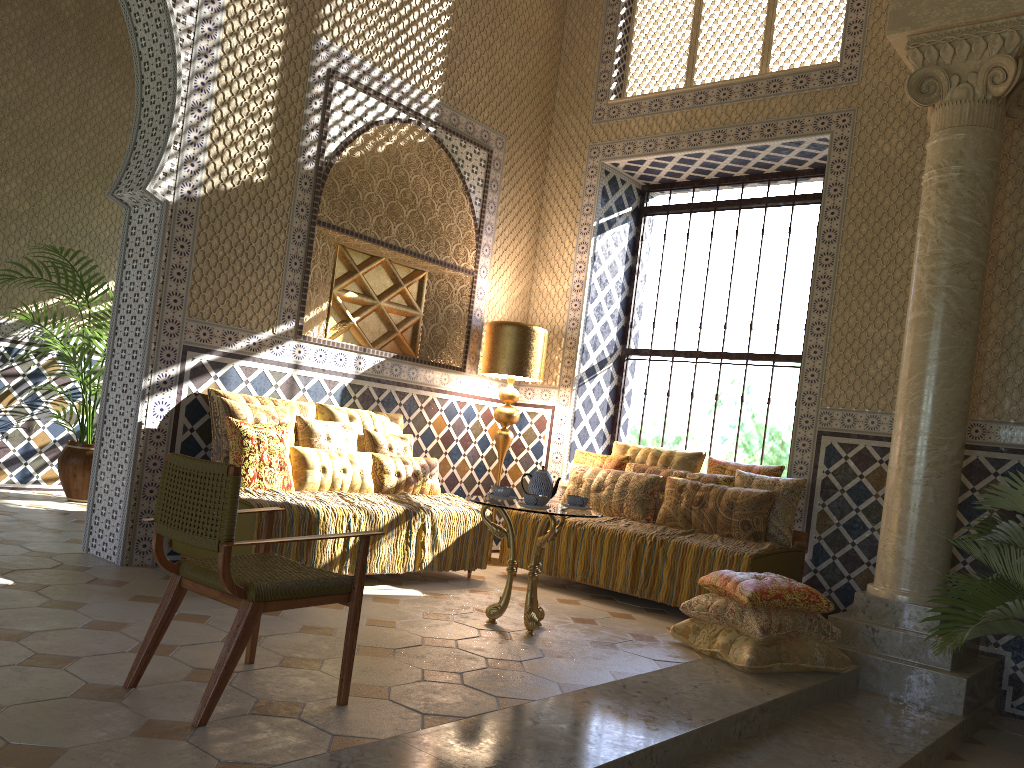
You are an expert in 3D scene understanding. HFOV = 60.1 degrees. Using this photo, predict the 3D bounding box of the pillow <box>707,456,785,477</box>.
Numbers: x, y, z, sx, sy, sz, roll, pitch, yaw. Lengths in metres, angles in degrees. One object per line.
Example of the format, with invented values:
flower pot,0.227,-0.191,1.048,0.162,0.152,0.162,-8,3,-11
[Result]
pillow,2.343,1.191,9.234,0.853,0.800,0.395,6,-2,40

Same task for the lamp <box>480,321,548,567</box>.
lamp,-0.104,0.702,10.448,0.736,2.813,0.738,7,0,9

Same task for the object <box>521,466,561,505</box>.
object,0.228,0.811,7.074,0.272,0.323,0.200,6,-1,29

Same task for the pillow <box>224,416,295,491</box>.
pillow,-2.179,0.644,7.696,0.344,0.651,0.687,6,-2,39

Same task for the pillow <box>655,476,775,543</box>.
pillow,1.996,1.258,8.841,1.188,0.546,0.330,5,-2,39

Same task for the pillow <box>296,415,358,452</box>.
pillow,-1.756,0.684,8.500,0.339,0.693,0.744,6,-2,40

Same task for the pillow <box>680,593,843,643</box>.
pillow,1.966,1.864,7.039,0.883,0.347,0.930,9,-3,-30

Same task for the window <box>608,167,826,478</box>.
window,0.183,-0.737,12.246,8.460,3.988,0.576,5,-1,36

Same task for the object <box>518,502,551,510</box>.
object,0.167,0.928,6.694,0.255,0.032,0.257,5,-4,36

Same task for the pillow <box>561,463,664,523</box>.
pillow,1.054,1.187,9.616,1.188,0.546,0.330,5,-2,39

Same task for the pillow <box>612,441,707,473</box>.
pillow,1.514,1.094,9.845,1.189,0.832,0.424,5,-2,39

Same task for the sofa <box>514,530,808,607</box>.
sofa,1.417,1.783,9.223,2.841,0.937,1.279,5,-3,39

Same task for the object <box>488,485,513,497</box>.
object,-0.086,0.893,7.271,0.183,0.100,0.183,6,-3,21

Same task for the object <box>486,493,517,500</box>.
object,-0.090,0.930,7.271,0.255,0.032,0.256,6,-3,18

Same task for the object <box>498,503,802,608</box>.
object,1.348,1.764,9.200,2.878,0.717,1.320,4,-4,40

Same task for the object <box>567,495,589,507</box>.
object,0.533,0.966,7.216,0.183,0.100,0.184,6,-3,28

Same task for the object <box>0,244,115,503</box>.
object,-5.374,-0.274,11.237,2.250,3.551,2.764,6,-2,43

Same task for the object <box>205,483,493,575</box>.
object,-1.571,1.352,8.390,1.310,0.717,2.898,5,-4,40

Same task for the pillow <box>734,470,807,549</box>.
pillow,2.479,1.227,8.760,0.739,0.693,0.342,6,-2,40

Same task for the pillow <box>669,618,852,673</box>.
pillow,1.961,2.067,7.034,1.045,0.368,0.989,9,-3,-25

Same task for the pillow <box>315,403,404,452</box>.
pillow,-1.536,0.676,9.200,0.421,0.832,1.197,6,-2,39

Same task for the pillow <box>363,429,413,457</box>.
pillow,-1.256,0.813,9.122,0.312,0.637,0.684,6,-2,40

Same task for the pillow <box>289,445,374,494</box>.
pillow,-1.670,0.840,8.301,0.270,0.450,0.986,6,-3,39

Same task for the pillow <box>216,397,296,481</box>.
pillow,-2.278,0.552,7.973,0.382,0.780,0.837,6,-2,40

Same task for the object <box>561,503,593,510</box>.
object,0.529,1.004,7.216,0.255,0.032,0.256,6,-3,18

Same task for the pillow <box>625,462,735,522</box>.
pillow,1.695,1.197,9.376,1.337,0.615,0.372,5,-2,39

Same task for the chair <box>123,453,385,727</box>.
chair,-1.359,1.009,4.630,0.947,1.209,0.910,6,-2,39

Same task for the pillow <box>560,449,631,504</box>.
pillow,0.937,1.110,10.030,0.739,0.693,0.342,6,-2,40

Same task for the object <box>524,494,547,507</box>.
object,0.172,0.891,6.694,0.182,0.100,0.184,5,-3,36

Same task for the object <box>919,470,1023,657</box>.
object,4.309,1.531,6.132,2.635,2.501,2.172,6,-2,26

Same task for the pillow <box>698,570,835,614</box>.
pillow,1.998,1.657,7.023,0.749,0.310,0.803,8,-3,-16

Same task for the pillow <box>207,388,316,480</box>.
pillow,-2.287,0.527,8.274,0.421,0.832,1.197,6,-2,39

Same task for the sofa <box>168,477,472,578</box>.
sofa,-1.612,1.359,8.439,1.270,0.937,2.862,5,-4,39

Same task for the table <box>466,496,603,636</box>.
table,0.120,1.452,7.043,1.103,0.980,1.099,8,-2,-21

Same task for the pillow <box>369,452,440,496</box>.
pillow,-1.083,0.957,9.026,0.270,0.450,0.986,6,-3,39
